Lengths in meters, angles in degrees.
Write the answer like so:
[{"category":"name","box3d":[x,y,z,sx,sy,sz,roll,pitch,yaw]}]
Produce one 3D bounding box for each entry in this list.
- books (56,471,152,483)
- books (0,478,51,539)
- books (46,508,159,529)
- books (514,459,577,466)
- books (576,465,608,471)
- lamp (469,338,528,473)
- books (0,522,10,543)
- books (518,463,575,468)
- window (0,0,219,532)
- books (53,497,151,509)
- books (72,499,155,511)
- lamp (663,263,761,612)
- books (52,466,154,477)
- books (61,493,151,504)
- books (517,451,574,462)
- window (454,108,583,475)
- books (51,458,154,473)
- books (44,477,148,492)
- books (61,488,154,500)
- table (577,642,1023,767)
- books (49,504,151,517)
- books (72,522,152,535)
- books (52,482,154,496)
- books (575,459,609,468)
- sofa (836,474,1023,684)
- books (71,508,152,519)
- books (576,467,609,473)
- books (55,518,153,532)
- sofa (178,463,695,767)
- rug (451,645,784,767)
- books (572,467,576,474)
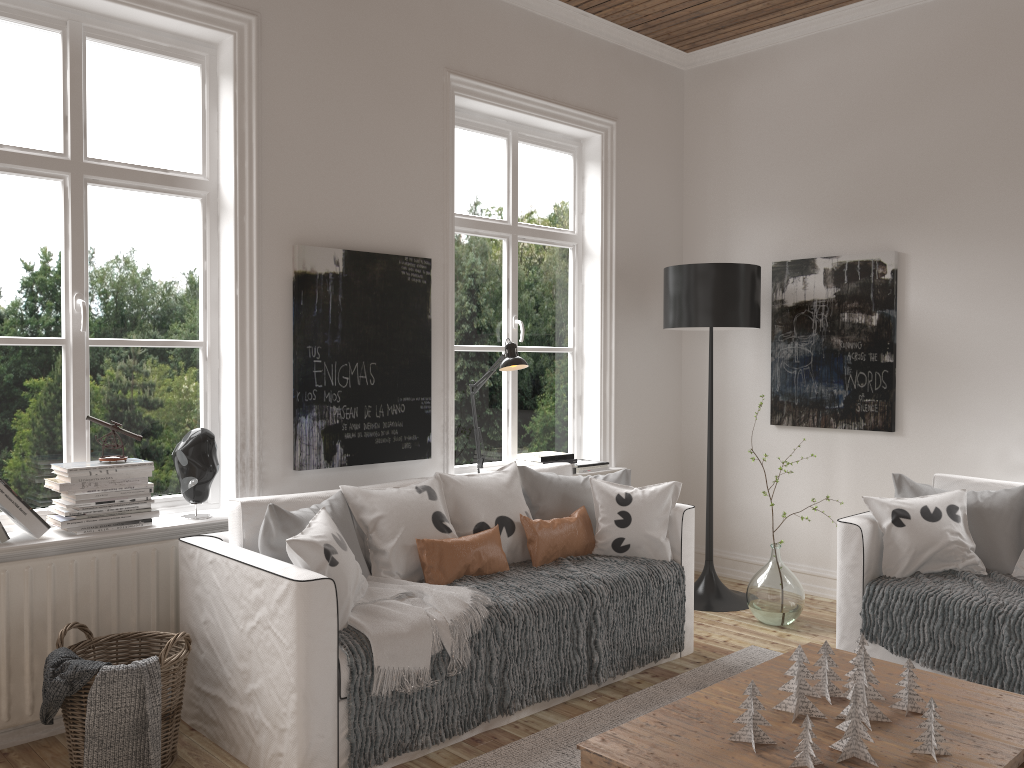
[{"category":"books","box3d":[-1.448,0.321,3.146,0.273,0.021,0.174,-1,2,-44]},{"category":"books","box3d":[-1.675,0.383,2.937,0.226,0.255,0.176,-1,2,-44]},{"category":"books","box3d":[-1.451,0.469,3.149,0.331,0.025,0.176,-1,2,-44]},{"category":"books","box3d":[0.179,0.407,4.675,0.258,0.023,0.212,-1,2,-44]},{"category":"books","box3d":[0.377,0.449,4.857,0.187,0.014,0.248,2,2,45]},{"category":"lamp","box3d":[-0.079,0.132,4.274,0.196,0.703,0.439,-1,2,-43]},{"category":"books","box3d":[-1.722,0.406,2.887,0.118,0.213,0.161,-1,2,-44]},{"category":"books","box3d":[0.179,0.430,4.663,0.191,0.023,0.242,2,2,44]},{"category":"window","box3d":[-1.552,-0.403,3.177,1.055,1.872,0.120,-1,2,-44]},{"category":"books","box3d":[-1.453,0.410,3.145,0.285,0.012,0.159,-1,2,-44]},{"category":"books","box3d":[-1.431,0.422,3.154,0.256,0.013,0.161,-1,2,-44]},{"category":"lamp","box3d":[1.050,0.266,4.694,0.499,1.754,0.499,2,2,43]},{"category":"books","box3d":[-1.449,0.302,3.144,0.288,0.016,0.182,-1,2,-44]},{"category":"books","box3d":[-1.441,0.398,3.148,0.254,0.012,0.161,-1,2,-44]},{"category":"books","box3d":[0.175,0.382,4.665,0.239,0.028,0.190,-1,2,-42]},{"category":"window","box3d":[0.019,-0.437,4.669,1.055,1.872,0.120,-1,2,-44]},{"category":"books","box3d":[-1.446,0.287,3.132,0.288,0.016,0.182,-1,2,-44]},{"category":"books","box3d":[-1.474,0.344,3.144,0.296,0.028,0.180,-1,2,-44]},{"category":"books","box3d":[-1.441,0.383,3.158,0.263,0.017,0.167,-1,2,-44]},{"category":"table","box3d":[0.855,1.052,2.359,1.189,0.300,0.821,-1,2,-44]},{"category":"books","box3d":[-1.465,0.437,3.156,0.288,0.016,0.182,-1,2,-44]},{"category":"books","box3d":[-1.438,0.502,3.154,0.254,0.012,0.161,-1,2,-44]},{"category":"books","box3d":[-1.457,0.366,3.162,0.288,0.016,0.182,-1,2,-44]},{"category":"books","box3d":[0.374,0.436,4.863,0.251,0.012,0.202,-1,2,-42]},{"category":"sofa","box3d":[2.250,0.800,3.107,0.866,0.776,1.960,-1,2,-44]},{"category":"books","box3d":[-1.442,0.451,3.157,0.254,0.013,0.161,-1,2,-44]},{"category":"books","box3d":[0.381,0.462,4.860,0.253,0.014,0.187,-1,2,-44]},{"category":"books","box3d":[-1.447,0.489,3.140,0.285,0.012,0.159,-1,2,-44]},{"category":"sofa","box3d":[-0.186,0.782,3.493,1.960,0.776,0.866,-1,2,-44]},{"category":"rug","box3d":[0.948,1.204,2.272,2.474,0.003,2.254,-1,2,-44]},{"category":"books","box3d":[0.180,0.457,4.675,0.258,0.032,0.191,-1,2,-42]}]
